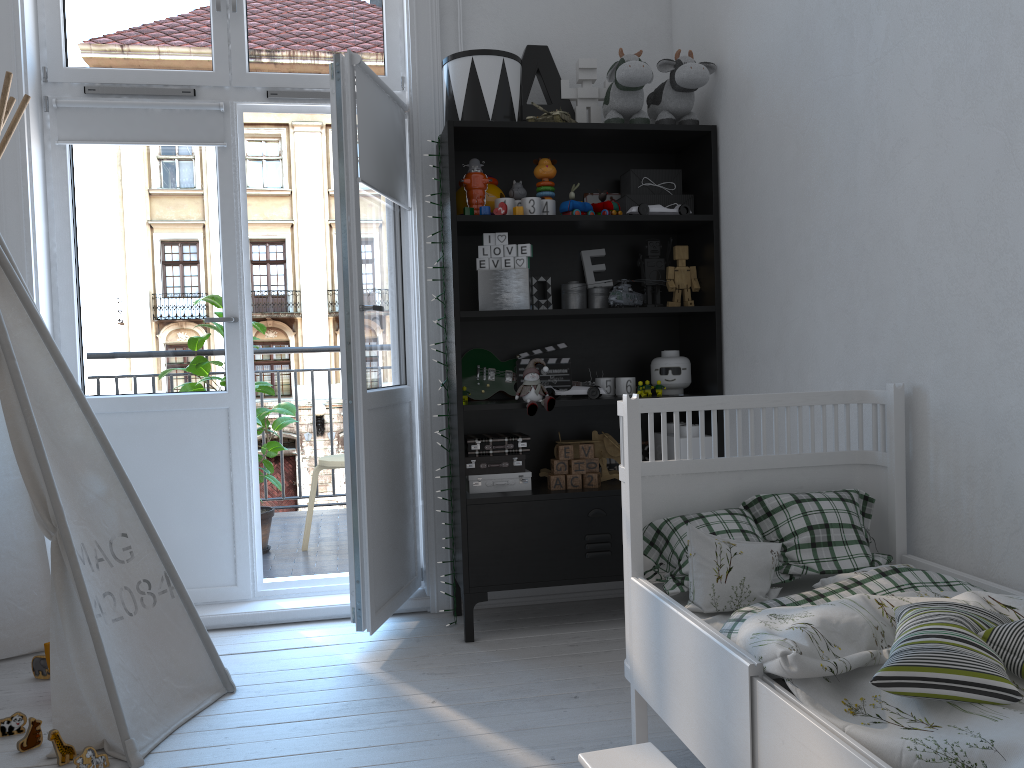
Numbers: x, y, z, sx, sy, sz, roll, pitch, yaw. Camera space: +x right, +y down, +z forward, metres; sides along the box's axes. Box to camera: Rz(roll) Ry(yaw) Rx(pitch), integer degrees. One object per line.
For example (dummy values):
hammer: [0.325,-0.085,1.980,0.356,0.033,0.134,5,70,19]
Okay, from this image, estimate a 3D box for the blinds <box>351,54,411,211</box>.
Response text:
blinds: [-0.427,-0.823,2.992,0.032,0.390,0.565,-1,2,9]

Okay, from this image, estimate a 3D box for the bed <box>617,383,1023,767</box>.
bed: [0.690,0.439,1.412,0.670,0.833,1.403,-2,2,-11]

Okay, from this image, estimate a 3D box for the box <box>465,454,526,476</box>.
box: [-0.074,0.271,3.059,0.215,0.062,0.179,-2,2,-11]

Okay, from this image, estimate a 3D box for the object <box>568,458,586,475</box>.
object: [0.222,0.281,3.026,0.050,0.050,0.050,-2,2,-11]

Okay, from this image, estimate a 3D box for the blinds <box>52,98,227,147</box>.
blinds: [-1.299,-0.915,3.109,0.565,0.158,0.032,-2,2,-11]

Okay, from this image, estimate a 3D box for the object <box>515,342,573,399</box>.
object: [0.114,-0.047,3.164,0.201,0.199,0.048,-2,2,-11]

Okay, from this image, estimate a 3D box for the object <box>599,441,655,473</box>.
object: [0.400,0.279,3.286,0.347,0.120,0.034,-2,2,-11]

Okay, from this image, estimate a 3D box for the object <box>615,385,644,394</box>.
object: [0.407,0.022,3.222,0.163,0.034,0.069,-2,2,-11]

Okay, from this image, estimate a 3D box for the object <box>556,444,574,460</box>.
object: [0.180,0.232,3.029,0.050,0.050,0.050,-2,2,-11]

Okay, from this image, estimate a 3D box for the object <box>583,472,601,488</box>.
object: [0.274,0.328,3.037,0.050,0.050,0.050,-1,2,19]

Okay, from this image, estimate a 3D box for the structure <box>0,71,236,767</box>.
structure: [-1.407,0.028,2.346,1.143,1.750,1.143,-3,2,-35]

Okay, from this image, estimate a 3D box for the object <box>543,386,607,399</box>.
object: [0.209,0.028,3.033,0.230,0.048,0.098,-1,2,14]

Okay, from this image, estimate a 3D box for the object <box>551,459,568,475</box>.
object: [0.163,0.282,3.035,0.050,0.050,0.050,-2,2,-11]

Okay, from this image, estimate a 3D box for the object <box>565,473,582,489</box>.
object: [0.208,0.331,3.025,0.050,0.050,0.050,-2,2,-6]

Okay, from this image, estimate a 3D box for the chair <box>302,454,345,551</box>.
chair: [-0.738,0.428,4.327,0.436,0.716,0.498,0,2,34]

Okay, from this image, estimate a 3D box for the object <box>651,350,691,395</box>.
object: [0.563,-0.038,3.142,0.139,0.162,0.139,-3,2,-36]

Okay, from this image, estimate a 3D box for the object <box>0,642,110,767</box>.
object: [-1.132,0.745,2.332,0.385,0.284,0.856,-2,2,-19]

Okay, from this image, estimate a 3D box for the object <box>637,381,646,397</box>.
object: [0.438,0.017,3.014,0.031,0.054,0.042,0,3,39]

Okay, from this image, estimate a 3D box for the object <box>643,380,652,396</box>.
object: [0.469,0.015,3.074,0.042,0.054,0.031,-2,2,-11]

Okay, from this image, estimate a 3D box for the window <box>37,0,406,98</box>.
window: [-1.018,-1.371,3.169,1.263,0.660,0.101,-2,2,-11]

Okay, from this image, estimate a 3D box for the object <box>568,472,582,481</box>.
object: [0.213,0.329,3.080,0.050,0.050,0.050,-2,2,-11]

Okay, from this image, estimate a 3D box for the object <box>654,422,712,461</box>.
object: [0.610,0.240,3.146,0.132,0.199,0.267,-2,2,-11]

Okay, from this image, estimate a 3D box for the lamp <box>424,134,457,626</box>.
lamp: [0.200,-0.024,3.147,0.985,1.685,0.095,-2,2,-13]

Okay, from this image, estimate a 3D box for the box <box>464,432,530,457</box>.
box: [-0.058,0.209,3.061,0.215,0.062,0.179,-2,2,-11]

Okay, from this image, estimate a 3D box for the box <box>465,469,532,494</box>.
box: [-0.054,0.331,3.065,0.215,0.062,0.179,-2,2,-11]

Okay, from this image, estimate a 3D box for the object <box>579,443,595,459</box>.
object: [0.257,0.229,3.045,0.050,0.050,0.050,-2,2,9]

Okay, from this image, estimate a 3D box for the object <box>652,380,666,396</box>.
object: [0.505,0.014,3.050,0.042,0.054,0.031,0,2,34]

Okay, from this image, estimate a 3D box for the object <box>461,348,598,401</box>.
object: [0.070,-0.015,3.184,0.542,0.239,0.093,-2,2,-10]

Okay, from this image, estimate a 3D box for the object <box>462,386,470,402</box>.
object: [-0.165,0.035,3.062,0.042,0.054,0.031,-2,2,-1]

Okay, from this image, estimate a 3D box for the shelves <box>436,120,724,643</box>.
shelves: [0.237,-0.020,3.090,0.911,1.678,0.353,-2,2,-11]

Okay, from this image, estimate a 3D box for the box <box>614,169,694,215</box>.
box: [0.508,-0.665,3.168,0.251,0.189,0.179,-2,2,-11]

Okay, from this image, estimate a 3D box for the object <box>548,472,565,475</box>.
object: [0.155,0.331,3.070,0.050,0.050,0.050,-2,2,-11]

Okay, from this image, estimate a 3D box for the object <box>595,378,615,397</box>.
object: [0.325,0.012,3.094,0.067,0.067,0.067,-2,2,3]

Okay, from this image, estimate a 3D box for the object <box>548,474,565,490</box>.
object: [0.151,0.333,3.014,0.050,0.050,0.050,-2,2,-11]

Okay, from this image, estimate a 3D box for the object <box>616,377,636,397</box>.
object: [0.392,0.011,3.059,0.067,0.067,0.067,-2,2,3]

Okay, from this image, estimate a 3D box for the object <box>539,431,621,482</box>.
object: [0.266,0.259,3.169,0.337,0.186,0.111,-2,2,4]

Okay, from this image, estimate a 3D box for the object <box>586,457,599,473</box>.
object: [0.270,0.278,3.062,0.050,0.050,0.050,-2,2,-11]

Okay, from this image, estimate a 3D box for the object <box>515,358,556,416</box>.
object: [0.077,0.009,2.888,0.110,0.186,0.129,-3,2,-24]
